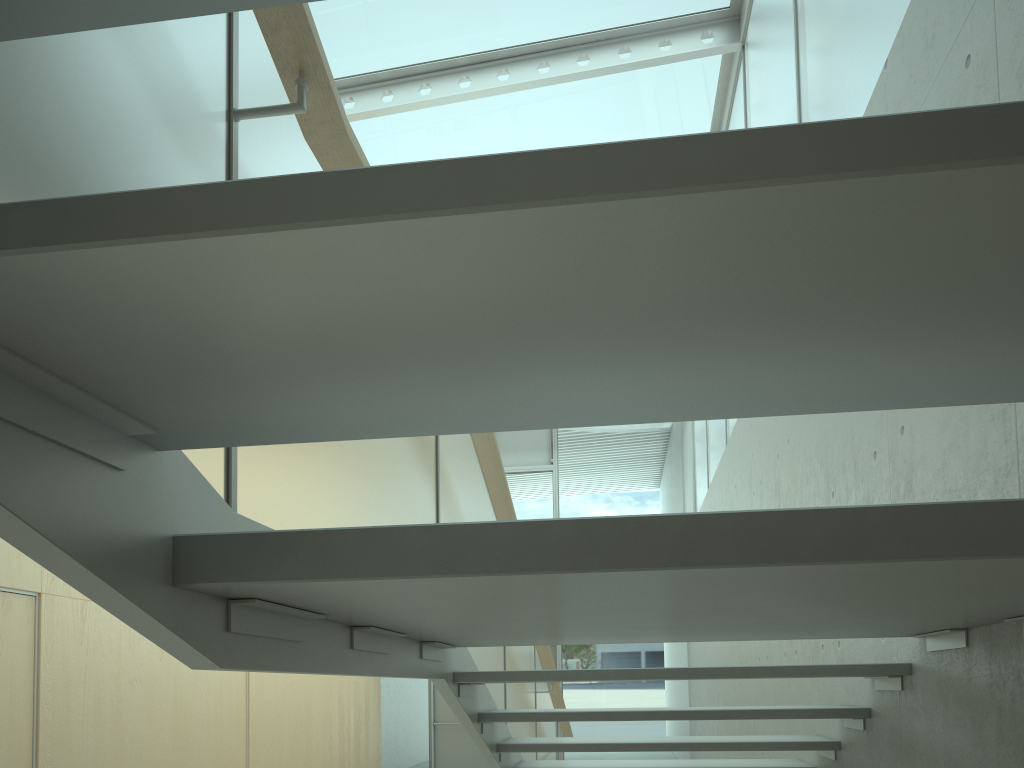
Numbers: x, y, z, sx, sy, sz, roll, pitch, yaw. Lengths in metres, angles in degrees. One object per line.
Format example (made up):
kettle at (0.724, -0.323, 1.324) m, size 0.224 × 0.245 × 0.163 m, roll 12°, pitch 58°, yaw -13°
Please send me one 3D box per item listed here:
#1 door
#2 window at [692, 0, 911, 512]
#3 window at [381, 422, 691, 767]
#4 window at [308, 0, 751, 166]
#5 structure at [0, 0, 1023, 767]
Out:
door at (-0.256, 4.982, 12.982) m, size 1.925 × 2.057 × 0.179 m, roll -2°, pitch -4°, yaw 8°
window at (1.861, -0.911, 7.290) m, size 0.030 × 2.645 × 16.433 m, roll -1°, pitch -19°, yaw 7°
window at (0.285, 2.966, 13.037) m, size 4.865 × 6.136 × 0.112 m, roll -2°, pitch -4°, yaw 8°
window at (-0.269, 0.751, 7.482) m, size 4.791 × 6.045 × 16.615 m, roll -2°, pitch -18°, yaw 7°
structure at (0.347, 0.018, 1.412) m, size 1.888 × 4.059 × 13.240 m, roll -2°, pitch -18°, yaw 7°
